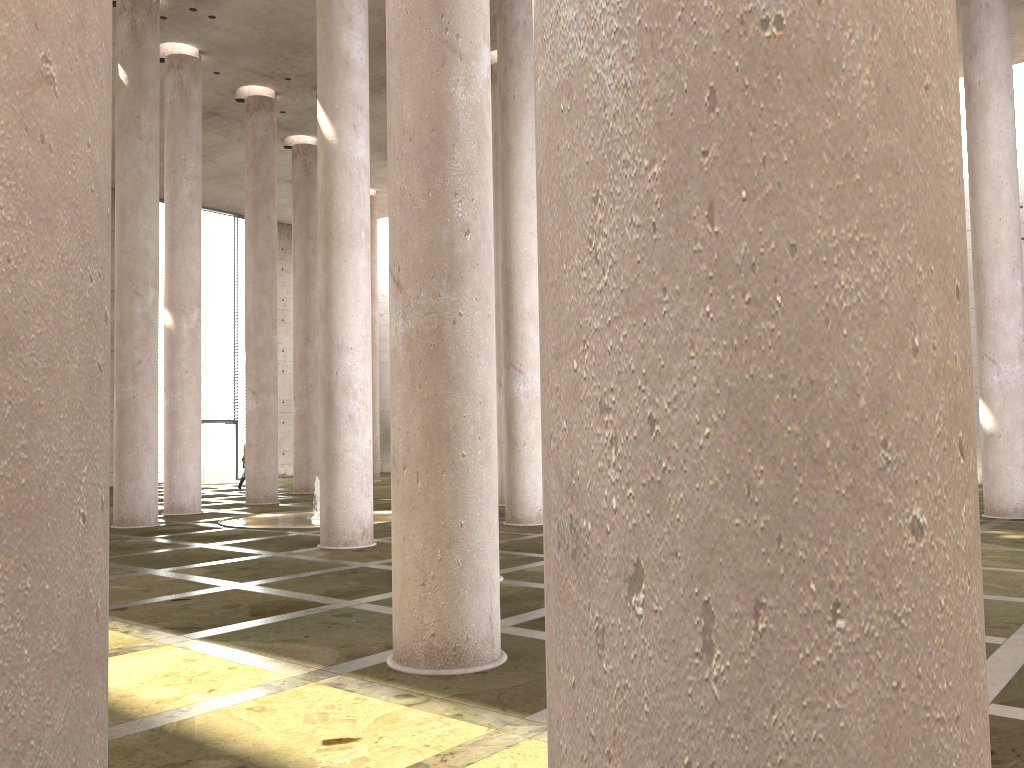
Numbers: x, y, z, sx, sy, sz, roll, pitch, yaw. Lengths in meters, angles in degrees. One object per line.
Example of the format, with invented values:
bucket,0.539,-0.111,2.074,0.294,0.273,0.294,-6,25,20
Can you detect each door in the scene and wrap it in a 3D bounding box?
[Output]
door,-11.398,2.565,33.900,0.761,2.300,2.132,-2,-3,19

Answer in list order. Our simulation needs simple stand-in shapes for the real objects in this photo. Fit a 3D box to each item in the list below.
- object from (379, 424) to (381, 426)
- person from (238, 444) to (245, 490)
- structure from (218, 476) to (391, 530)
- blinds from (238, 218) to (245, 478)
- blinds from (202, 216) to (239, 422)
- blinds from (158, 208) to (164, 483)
object,-6.647,2.280,36.756,2.483,3.247,2.333,-4,-4,42
person,-8.277,2.455,27.758,0.789,1.752,0.001,-2,-3,19
structure,-3.864,2.486,17.850,3.913,1.279,3.916,-2,-3,11
blinds,-10.279,-1.448,35.687,0.202,10.355,1.676,-4,-4,39
blinds,-11.375,-2.483,34.325,0.202,7.905,1.676,-4,-4,39
blinds,-12.523,-1.433,32.922,0.202,10.110,1.676,-4,-4,39
